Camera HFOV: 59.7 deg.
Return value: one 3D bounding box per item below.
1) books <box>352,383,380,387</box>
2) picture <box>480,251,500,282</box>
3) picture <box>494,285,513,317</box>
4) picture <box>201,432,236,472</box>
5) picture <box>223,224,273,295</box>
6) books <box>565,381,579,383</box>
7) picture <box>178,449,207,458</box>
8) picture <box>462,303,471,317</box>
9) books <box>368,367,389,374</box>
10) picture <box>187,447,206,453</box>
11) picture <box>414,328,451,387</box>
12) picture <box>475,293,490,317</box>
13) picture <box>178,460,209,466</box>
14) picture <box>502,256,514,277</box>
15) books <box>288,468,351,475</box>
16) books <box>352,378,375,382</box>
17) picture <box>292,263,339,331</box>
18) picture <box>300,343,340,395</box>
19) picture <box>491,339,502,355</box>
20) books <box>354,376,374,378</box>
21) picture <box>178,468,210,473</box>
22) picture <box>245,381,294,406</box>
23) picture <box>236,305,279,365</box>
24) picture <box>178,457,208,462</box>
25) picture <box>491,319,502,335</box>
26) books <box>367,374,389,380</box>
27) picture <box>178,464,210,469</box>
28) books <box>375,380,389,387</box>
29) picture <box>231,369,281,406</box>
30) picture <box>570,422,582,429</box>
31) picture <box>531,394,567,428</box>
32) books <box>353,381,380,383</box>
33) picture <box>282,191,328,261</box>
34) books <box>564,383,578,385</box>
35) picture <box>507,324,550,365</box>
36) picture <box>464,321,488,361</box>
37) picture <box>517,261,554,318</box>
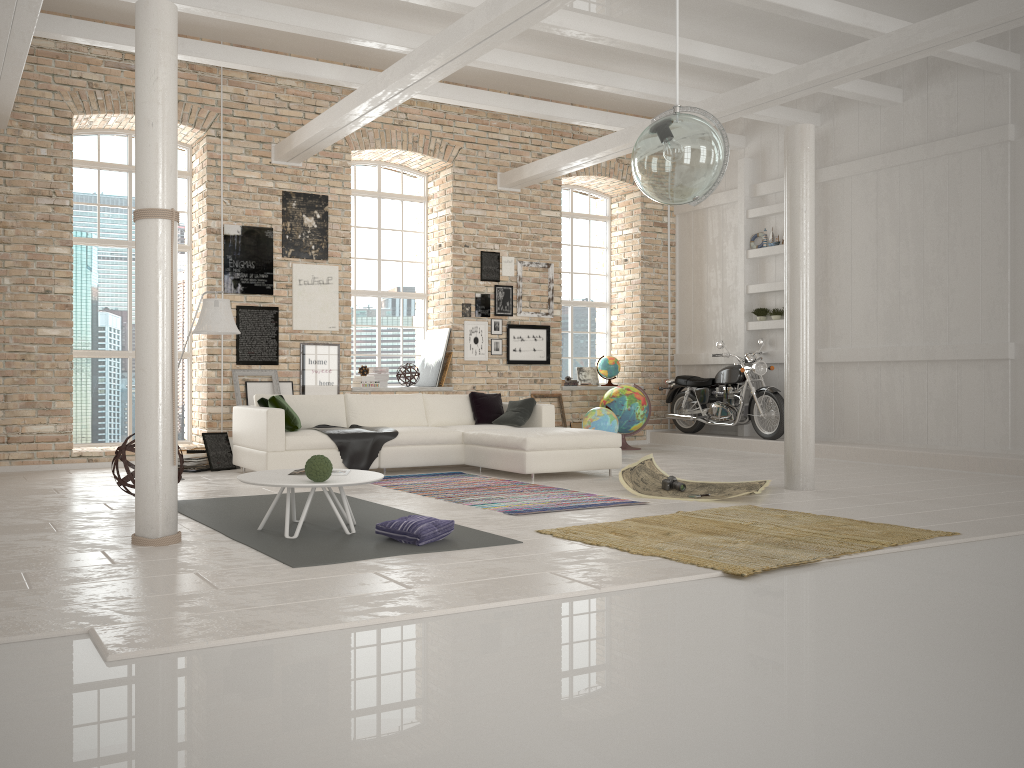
[{"bbox_3d":[-1.817,0.016,11.089,0.260,0.048,0.232,0,0,-34],"label":"books"},{"bbox_3d":[-0.286,-1.547,11.754,0.279,0.394,0.019,0,0,-29],"label":"picture"},{"bbox_3d":[-0.108,-1.106,11.847,0.276,0.409,0.011,0,0,-29],"label":"picture"},{"bbox_3d":[-3.051,0.707,9.291,0.205,0.404,0.308,0,0,37],"label":"picture"},{"bbox_3d":[-3.029,-1.425,10.256,0.557,0.785,0.039,0,0,-29],"label":"picture"},{"bbox_3d":[0.785,-0.026,12.668,0.242,0.026,0.216,0,0,-35],"label":"books"},{"bbox_3d":[-3.370,0.726,9.461,0.627,0.048,0.732,0,0,36],"label":"picture"},{"bbox_3d":[-0.591,-0.959,11.591,0.127,0.178,0.009,0,0,-23],"label":"picture"},{"bbox_3d":[-1.761,-0.175,11.476,0.245,0.085,0.284,0,0,39],"label":"books"},{"bbox_3d":[-3.291,0.704,9.535,0.288,0.048,0.388,0,0,-4],"label":"picture"},{"bbox_3d":[-1.041,-0.342,11.713,0.231,0.763,0.623,0,0,-32],"label":"picture"},{"bbox_3d":[-0.384,-1.031,11.703,0.217,0.306,0.015,0,0,-29],"label":"picture"},{"bbox_3d":[-3.361,0.802,9.494,0.623,0.048,0.737,0,0,28],"label":"picture"},{"bbox_3d":[-0.052,-1.568,11.887,0.183,0.259,0.013,0,0,-29],"label":"picture"},{"bbox_3d":[-1.232,0.546,5.719,0.374,0.048,0.305,0,0,-1],"label":"books"},{"bbox_3d":[-1.848,-0.051,11.087,0.207,0.040,0.190,0,0,45],"label":"books"},{"bbox_3d":[-2.341,-1.030,10.626,0.557,0.784,0.039,0,0,-29],"label":"picture"},{"bbox_3d":[-2.294,-0.111,10.653,0.489,0.756,0.013,0,0,-29],"label":"picture"},{"bbox_3d":[-0.203,-0.489,11.805,0.166,0.213,0.012,0,0,-29],"label":"picture"},{"bbox_3d":[-1.842,-0.085,11.090,0.172,0.030,0.188,0,0,-42],"label":"books"},{"bbox_3d":[-3.375,0.877,9.468,0.615,0.048,0.750,0,0,19],"label":"picture"},{"bbox_3d":[-2.788,0.252,10.306,0.543,0.568,0.155,0,0,-29],"label":"picture"},{"bbox_3d":[-2.948,-0.559,10.317,0.482,0.681,0.068,0,0,-29],"label":"picture"},{"bbox_3d":[-3.386,0.763,9.485,0.612,0.048,0.751,0,0,16],"label":"picture"},{"bbox_3d":[-0.203,-0.757,11.805,0.166,0.213,0.012,0,0,-29],"label":"picture"},{"bbox_3d":[-1.757,-0.090,11.486,0.223,0.088,0.337,0,0,-37],"label":"books"},{"bbox_3d":[-3.402,0.840,9.494,0.597,0.048,0.771,0,0,4],"label":"picture"},{"bbox_3d":[-1.757,-0.007,11.485,0.226,0.088,0.334,0,0,-27],"label":"books"},{"bbox_3d":[-2.894,0.124,10.167,0.514,0.582,0.300,0,0,-30],"label":"picture"},{"bbox_3d":[0.938,0.706,12.401,0.252,0.351,0.101,0,0,-29],"label":"picture"},{"bbox_3d":[0.524,0.506,12.079,0.477,0.748,0.235,0,0,-30],"label":"picture"},{"bbox_3d":[-1.814,-0.020,11.091,0.255,0.024,0.232,0,0,-34],"label":"books"},{"bbox_3d":[-2.456,-1.874,10.585,0.555,0.783,0.039,0,0,-29],"label":"picture"},{"bbox_3d":[0.778,-0.001,12.662,0.240,0.029,0.215,0,0,-32],"label":"books"},{"bbox_3d":[0.222,-0.531,12.030,0.674,0.535,0.033,0,0,-29],"label":"picture"},{"bbox_3d":[-0.468,-0.563,11.654,0.345,0.514,0.014,0,0,-29],"label":"picture"},{"bbox_3d":[0.316,-1.278,12.079,0.570,0.749,0.027,0,0,-29],"label":"picture"}]
